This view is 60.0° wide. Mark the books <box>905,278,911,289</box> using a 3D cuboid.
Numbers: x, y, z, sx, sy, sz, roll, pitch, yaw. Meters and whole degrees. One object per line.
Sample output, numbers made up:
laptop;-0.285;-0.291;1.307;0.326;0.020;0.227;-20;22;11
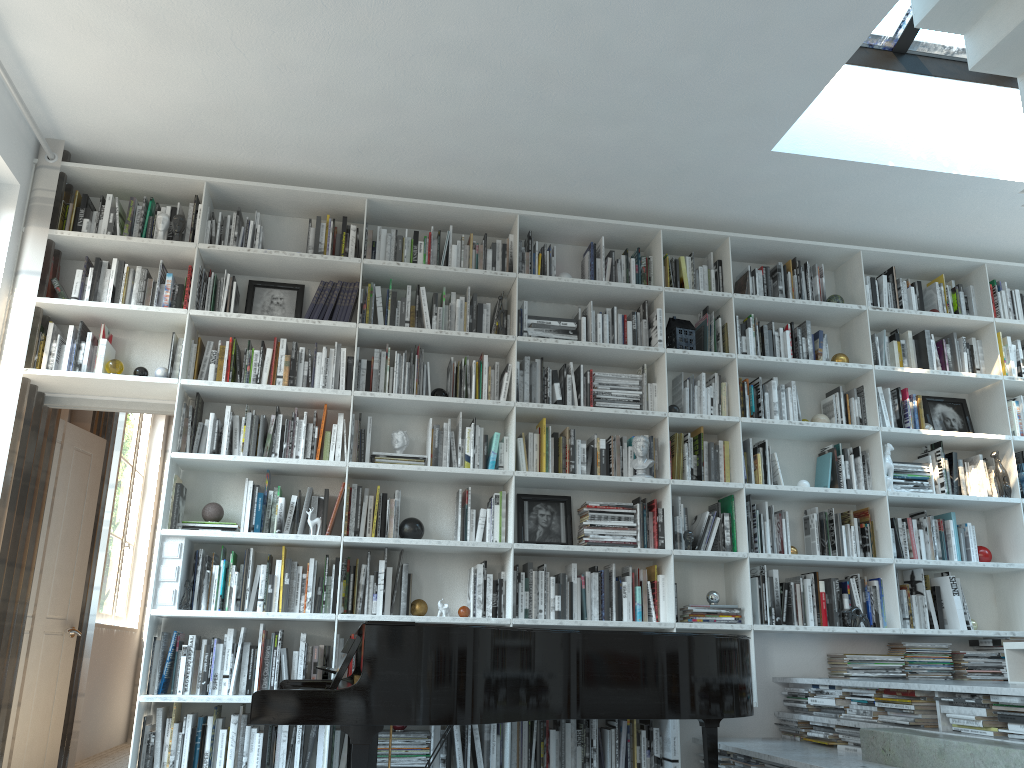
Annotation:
books;2.446;-0.500;5.532;0.012;0.278;0.153;4;-17;-10

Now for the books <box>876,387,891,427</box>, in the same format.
books;2.173;0.175;5.269;0.065;0.288;0.146;4;-17;-10

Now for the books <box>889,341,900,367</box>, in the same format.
books;2.276;-0.135;5.362;0.025;0.207;0.176;4;-17;-10

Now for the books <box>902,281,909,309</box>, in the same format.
books;2.409;-0.494;5.509;0.021;0.253;0.152;4;-17;-10

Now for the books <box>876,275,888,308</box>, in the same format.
books;2.268;-0.517;5.484;0.048;0.277;0.150;4;-17;-10

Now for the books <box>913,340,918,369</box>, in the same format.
books;2.413;-0.135;5.406;0.025;0.237;0.143;4;-17;-10

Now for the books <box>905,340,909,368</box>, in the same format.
books;2.361;-0.134;5.407;0.024;0.235;0.147;4;-17;-10

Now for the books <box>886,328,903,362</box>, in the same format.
books;2.318;-0.171;5.395;0.011;0.295;0.163;4;-17;-10

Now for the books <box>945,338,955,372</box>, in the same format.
books;2.652;-0.132;5.447;0.023;0.263;0.156;4;-17;-10

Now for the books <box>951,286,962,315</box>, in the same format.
books;2.737;-0.466;5.551;0.018;0.234;0.187;4;-17;-10

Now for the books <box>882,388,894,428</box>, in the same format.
books;2.214;0.181;5.282;0.012;0.284;0.160;4;-17;-10

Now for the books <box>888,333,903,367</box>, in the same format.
books;2.301;-0.157;5.378;0.026;0.260;0.168;4;-17;-10

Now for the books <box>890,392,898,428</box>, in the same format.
books;2.239;0.194;5.294;0.043;0.268;0.131;4;-17;-10

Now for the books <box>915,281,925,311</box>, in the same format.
books;2.499;-0.491;5.523;0.030;0.256;0.165;4;-17;-10

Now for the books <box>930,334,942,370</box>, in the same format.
books;2.559;-0.145;5.441;0.048;0.282;0.163;4;-17;-10

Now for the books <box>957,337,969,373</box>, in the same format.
books;2.729;-0.134;5.449;0.036;0.271;0.177;4;-17;-10

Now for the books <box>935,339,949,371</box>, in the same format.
books;2.594;-0.129;5.417;0.014;0.239;0.190;4;-17;-10

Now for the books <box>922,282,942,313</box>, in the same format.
books;2.612;-0.485;5.531;0.019;0.255;0.170;4;-17;-10

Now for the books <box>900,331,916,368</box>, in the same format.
books;2.390;-0.163;5.399;0.026;0.287;0.156;4;-17;-10

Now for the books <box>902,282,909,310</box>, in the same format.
books;2.389;-0.490;5.495;0.022;0.235;0.172;4;-17;-10

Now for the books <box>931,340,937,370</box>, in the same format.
books;2.509;-0.131;5.398;0.030;0.229;0.187;4;-17;-10

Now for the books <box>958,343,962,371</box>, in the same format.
books;2.704;-0.122;5.451;0.011;0.248;0.152;4;-17;-10

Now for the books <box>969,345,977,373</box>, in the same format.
books;2.797;-0.105;5.473;0.022;0.233;0.159;4;-17;-10

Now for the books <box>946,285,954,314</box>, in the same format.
books;2.695;-0.473;5.552;0.031;0.248;0.165;4;-17;-10

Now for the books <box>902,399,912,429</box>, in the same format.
books;2.304;0.217;5.260;0.013;0.206;0.190;4;-17;-10

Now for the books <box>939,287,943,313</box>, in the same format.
books;2.624;-0.466;5.531;0.008;0.220;0.183;4;-17;-10

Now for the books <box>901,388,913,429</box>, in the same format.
books;2.316;0.184;5.284;0.014;0.284;0.176;4;-17;-10

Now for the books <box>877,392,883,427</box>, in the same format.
books;2.136;0.190;5.251;0.011;0.247;0.156;4;-17;-10

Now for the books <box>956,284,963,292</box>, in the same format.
books;2.801;-0.475;5.591;0.025;0.278;0.136;4;-17;-10

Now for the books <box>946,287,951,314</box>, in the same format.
books;2.679;-0.466;5.539;0.007;0.225;0.170;4;-17;-10

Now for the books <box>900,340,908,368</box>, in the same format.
books;2.337;-0.135;5.388;0.030;0.223;0.158;4;-17;-10

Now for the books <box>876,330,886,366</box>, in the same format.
books;2.211;-0.171;5.375;0.051;0.281;0.167;4;-17;-10

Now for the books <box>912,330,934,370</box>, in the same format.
books;2.450;-0.161;5.365;0.032;0.264;0.246;4;-17;-10

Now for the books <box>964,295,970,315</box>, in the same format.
books;2.827;-0.439;5.592;0.031;0.210;0.132;4;-17;-10

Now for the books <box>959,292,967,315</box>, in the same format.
books;2.778;-0.449;5.560;0.029;0.209;0.170;4;-17;-10

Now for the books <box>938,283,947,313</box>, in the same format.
books;2.643;-0.478;5.544;0.016;0.251;0.189;4;-17;-10

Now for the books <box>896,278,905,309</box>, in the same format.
books;2.372;-0.504;5.495;0.014;0.261;0.169;4;-17;-10

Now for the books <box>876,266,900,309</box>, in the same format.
books;2.330;-0.541;5.494;0.014;0.331;0.181;4;-17;-10

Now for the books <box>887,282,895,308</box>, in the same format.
books;2.305;-0.492;5.486;0.030;0.230;0.148;4;-17;-10

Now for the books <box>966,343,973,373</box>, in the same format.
books;2.760;-0.114;5.458;0.030;0.240;0.162;4;-17;-10

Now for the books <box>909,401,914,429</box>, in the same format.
books;2.338;0.221;5.282;0.033;0.212;0.153;4;-17;-10

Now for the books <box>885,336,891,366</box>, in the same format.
books;2.247;-0.151;5.386;0.026;0.250;0.131;4;-17;-10

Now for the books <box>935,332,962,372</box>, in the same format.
books;2.677;-0.149;5.442;0.022;0.293;0.181;4;-17;-10

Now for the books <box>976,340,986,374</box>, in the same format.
books;2.850;-0.118;5.480;0.031;0.264;0.170;4;-17;-10

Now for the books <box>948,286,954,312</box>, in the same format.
books;2.716;-0.471;5.571;0.017;0.256;0.147;4;-17;-10

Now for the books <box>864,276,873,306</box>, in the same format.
books;2.156;-0.513;5.458;0.025;0.250;0.178;4;-17;-10

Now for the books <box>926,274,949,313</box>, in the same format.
books;2.672;-0.509;5.559;0.007;0.319;0.166;4;-17;-10

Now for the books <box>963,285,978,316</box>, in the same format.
books;2.860;-0.468;5.583;0.026;0.262;0.163;4;-17;-10

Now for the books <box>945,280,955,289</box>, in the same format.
books;2.753;-0.489;5.582;0.020;0.298;0.131;4;-17;-10

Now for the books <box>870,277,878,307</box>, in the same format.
books;2.182;-0.509;5.456;0.026;0.241;0.185;4;-17;-10

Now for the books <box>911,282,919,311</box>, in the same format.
books;2.476;-0.487;5.531;0.012;0.253;0.161;4;-17;-10

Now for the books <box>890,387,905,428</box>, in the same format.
books;2.271;0.180;5.279;0.012;0.286;0.177;4;-17;-10

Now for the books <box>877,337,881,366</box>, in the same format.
books;2.179;-0.152;5.363;0.013;0.236;0.142;4;-17;-10

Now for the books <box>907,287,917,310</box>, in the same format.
books;2.433;-0.472;5.493;0.024;0.201;0.190;4;-17;-10

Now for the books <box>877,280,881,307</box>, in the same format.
books;2.227;-0.501;5.490;0.027;0.248;0.140;4;-17;-10

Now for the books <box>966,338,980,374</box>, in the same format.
books;2.822;-0.129;5.480;0.026;0.283;0.147;4;-17;-10

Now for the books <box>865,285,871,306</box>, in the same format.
books;2.134;-0.486;5.433;0.022;0.182;0.190;4;-17;-10

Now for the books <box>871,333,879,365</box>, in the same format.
books;2.166;-0.160;5.366;0.012;0.253;0.161;4;-17;-10

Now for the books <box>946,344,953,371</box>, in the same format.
books;2.627;-0.114;5.427;0.031;0.217;0.166;4;-17;-10

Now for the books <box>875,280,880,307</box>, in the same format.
books;2.205;-0.499;5.466;0.024;0.230;0.169;4;-17;-10
